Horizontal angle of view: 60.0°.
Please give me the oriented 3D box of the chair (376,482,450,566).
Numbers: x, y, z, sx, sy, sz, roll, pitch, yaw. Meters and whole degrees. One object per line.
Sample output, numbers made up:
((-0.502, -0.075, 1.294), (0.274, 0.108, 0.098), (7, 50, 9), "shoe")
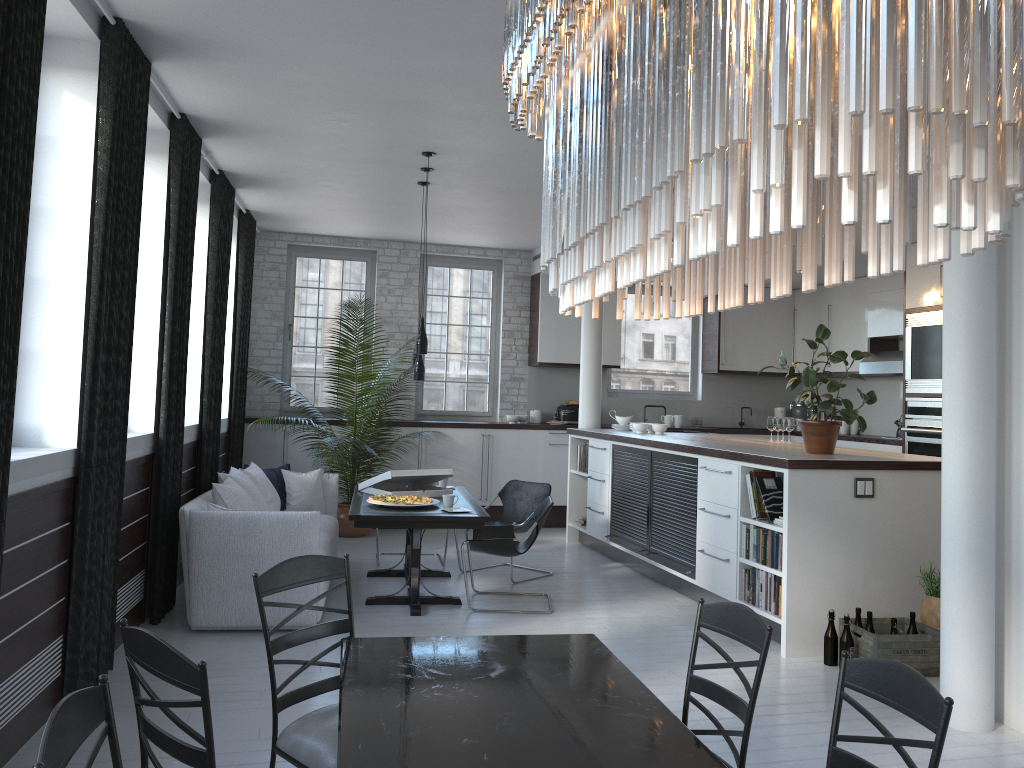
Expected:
((-0.914, 1.218, 8.036), (0.671, 0.779, 0.664), (2, -2, -10), "chair")

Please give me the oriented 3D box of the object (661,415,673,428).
((1.906, 0.456, 10.859), (0.138, 0.152, 0.109), (3, -2, -20), "object")

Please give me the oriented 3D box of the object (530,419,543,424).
((0.292, 0.450, 10.716), (0.153, 0.055, 0.153), (1, -1, 28), "object")

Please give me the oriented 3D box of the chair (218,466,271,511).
((-1.998, 0.902, 6.713), (0.392, 0.507, 0.596), (2, -2, -8), "chair")

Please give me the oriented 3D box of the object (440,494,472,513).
((-0.412, 0.849, 6.302), (0.175, 0.097, 0.301), (2, -1, -25), "object")

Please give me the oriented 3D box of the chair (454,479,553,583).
((-0.046, 1.242, 7.601), (0.671, 0.779, 0.663), (0, -3, 40), "chair")

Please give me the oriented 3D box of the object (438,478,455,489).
((-0.599, 0.858, 7.712), (0.204, 0.098, 0.175), (2, -1, -10), "object")

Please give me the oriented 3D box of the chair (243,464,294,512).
((-2.121, 0.922, 7.639), (0.333, 0.500, 0.623), (1, -2, 25), "chair")

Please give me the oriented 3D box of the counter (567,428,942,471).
((1.825, 0.518, 7.603), (1.446, 0.061, 4.197), (2, -1, -15), "counter")

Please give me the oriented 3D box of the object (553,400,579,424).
((0.711, 0.345, 10.730), (0.414, 0.291, 0.278), (2, -2, -15), "object")

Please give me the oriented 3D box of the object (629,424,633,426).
((1.319, 0.436, 9.068), (0.235, 0.041, 0.235), (2, -1, -23), "object")

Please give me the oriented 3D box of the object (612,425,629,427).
((1.182, 0.453, 9.349), (0.262, 0.028, 0.261), (2, -1, 13), "object")

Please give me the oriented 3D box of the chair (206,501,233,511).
((-1.792, 0.971, 5.716), (0.468, 0.395, 0.234), (0, -3, 43), "chair")

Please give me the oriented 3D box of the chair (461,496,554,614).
((-0.032, 1.230, 6.556), (0.664, 0.779, 0.670), (2, -2, 0), "chair")

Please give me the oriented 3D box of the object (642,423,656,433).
((1.393, 0.441, 8.822), (0.156, 0.093, 0.156), (3, -1, -29), "object")

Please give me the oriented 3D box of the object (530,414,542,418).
((0.292, 0.384, 10.716), (0.153, 0.063, 0.153), (2, -1, 14), "object")

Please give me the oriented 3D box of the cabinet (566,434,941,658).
((1.808, 1.106, 7.563), (1.500, 1.173, 4.166), (2, -1, -15), "cabinet")

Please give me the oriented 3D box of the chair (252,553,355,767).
((-0.544, 1.085, 2.927), (0.503, 0.966, 0.495), (0, -3, 38), "chair")

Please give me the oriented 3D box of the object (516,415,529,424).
((0.120, 0.422, 10.549), (0.156, 0.093, 0.156), (3, -2, -34), "object")

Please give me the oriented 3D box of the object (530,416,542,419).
((0.291, 0.414, 10.715), (0.154, 0.074, 0.152), (2, -1, -12), "object")

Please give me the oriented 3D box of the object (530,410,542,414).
((0.291, 0.352, 10.720), (0.154, 0.075, 0.152), (1, -2, 42), "object")

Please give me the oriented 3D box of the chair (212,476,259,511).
((-1.922, 0.893, 6.246), (0.360, 0.437, 0.529), (2, -2, -7), "chair")

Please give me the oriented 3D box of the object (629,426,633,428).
((1.319, 0.454, 9.067), (0.235, 0.041, 0.235), (2, -1, -16), "object")

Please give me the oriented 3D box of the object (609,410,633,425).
((1.159, 0.366, 9.358), (0.269, 0.173, 0.130), (2, -2, 14), "object")

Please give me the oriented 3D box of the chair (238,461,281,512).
((-2.064, 0.884, 7.193), (0.374, 0.466, 0.564), (2, -2, -8), "chair")

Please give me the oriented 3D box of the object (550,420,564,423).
((0.525, 0.452, 10.447), (0.138, 0.044, 0.136), (1, -1, 37), "object")

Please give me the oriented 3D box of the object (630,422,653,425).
((1.321, 0.419, 9.069), (0.236, 0.041, 0.235), (2, -1, 26), "object")

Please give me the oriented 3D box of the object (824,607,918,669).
((2.131, 1.511, 5.222), (0.556, 0.325, 0.288), (2, -2, 12), "object")

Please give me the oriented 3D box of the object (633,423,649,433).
((1.262, 0.436, 8.682), (0.156, 0.093, 0.156), (2, -1, -15), "object")

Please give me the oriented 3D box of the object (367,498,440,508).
((-0.791, 0.870, 6.454), (0.532, 0.042, 0.532), (2, -1, -18), "object")

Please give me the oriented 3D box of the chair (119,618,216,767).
((-0.723, 1.071, 2.257), (0.496, 0.966, 0.502), (0, -3, 42), "chair")

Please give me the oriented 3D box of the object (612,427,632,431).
((1.181, 0.476, 9.348), (0.261, 0.028, 0.261), (2, -1, -26), "object")

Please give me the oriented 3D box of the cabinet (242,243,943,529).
((1.293, 0.173, 7.611), (7.225, 3.006, 7.293), (2, -1, -15), "cabinet")

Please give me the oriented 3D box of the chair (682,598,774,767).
((0.421, 1.111, 2.453), (0.503, 0.966, 0.495), (3, -3, -15), "chair")

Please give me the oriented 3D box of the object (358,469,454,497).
((-0.861, 0.785, 7.229), (0.590, 0.216, 0.587), (3, -1, -36), "object")

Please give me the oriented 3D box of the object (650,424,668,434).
((1.438, 0.441, 8.652), (0.156, 0.093, 0.156), (2, -1, 0), "object")

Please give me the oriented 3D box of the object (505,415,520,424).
((0.009, 0.417, 10.424), (0.156, 0.093, 0.156), (2, -1, -16), "object")

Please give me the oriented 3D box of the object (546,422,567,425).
((0.532, 0.468, 10.444), (0.261, 0.028, 0.261), (2, -1, -27), "object")

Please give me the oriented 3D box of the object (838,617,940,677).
((2.248, 1.552, 5.251), (0.455, 0.248, 0.389), (2, -1, -9), "object")

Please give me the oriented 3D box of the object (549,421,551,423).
((0.507, 0.457, 10.496), (0.136, 0.037, 0.138), (2, -1, -17), "object")

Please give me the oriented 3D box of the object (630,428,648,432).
((1.319, 0.472, 9.066), (0.235, 0.041, 0.235), (2, -1, -20), "object")

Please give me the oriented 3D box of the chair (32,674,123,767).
((-0.598, 1.068, 1.656), (0.503, 0.966, 0.495), (2, -3, -11), "chair")

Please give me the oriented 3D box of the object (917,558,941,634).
((2.593, 1.381, 5.362), (0.344, 0.622, 0.211), (0, -4, 43), "object")

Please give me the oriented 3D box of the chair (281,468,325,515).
((-1.820, 0.960, 7.784), (0.219, 0.439, 0.457), (-1, -3, 44), "chair")

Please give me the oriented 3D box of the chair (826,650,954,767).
((0.642, 1.112, 1.931), (0.503, 0.966, 0.495), (2, -3, -10), "chair")

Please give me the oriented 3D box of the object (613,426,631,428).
((1.181, 0.461, 9.348), (0.262, 0.028, 0.261), (2, -1, 9), "object")

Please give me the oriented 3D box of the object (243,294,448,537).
((-1.843, 0.311, 9.301), (1.922, 2.627, 2.396), (0, -2, 33), "object")

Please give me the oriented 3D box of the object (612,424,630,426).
((1.182, 0.446, 9.349), (0.261, 0.028, 0.261), (2, -1, -27), "object")
